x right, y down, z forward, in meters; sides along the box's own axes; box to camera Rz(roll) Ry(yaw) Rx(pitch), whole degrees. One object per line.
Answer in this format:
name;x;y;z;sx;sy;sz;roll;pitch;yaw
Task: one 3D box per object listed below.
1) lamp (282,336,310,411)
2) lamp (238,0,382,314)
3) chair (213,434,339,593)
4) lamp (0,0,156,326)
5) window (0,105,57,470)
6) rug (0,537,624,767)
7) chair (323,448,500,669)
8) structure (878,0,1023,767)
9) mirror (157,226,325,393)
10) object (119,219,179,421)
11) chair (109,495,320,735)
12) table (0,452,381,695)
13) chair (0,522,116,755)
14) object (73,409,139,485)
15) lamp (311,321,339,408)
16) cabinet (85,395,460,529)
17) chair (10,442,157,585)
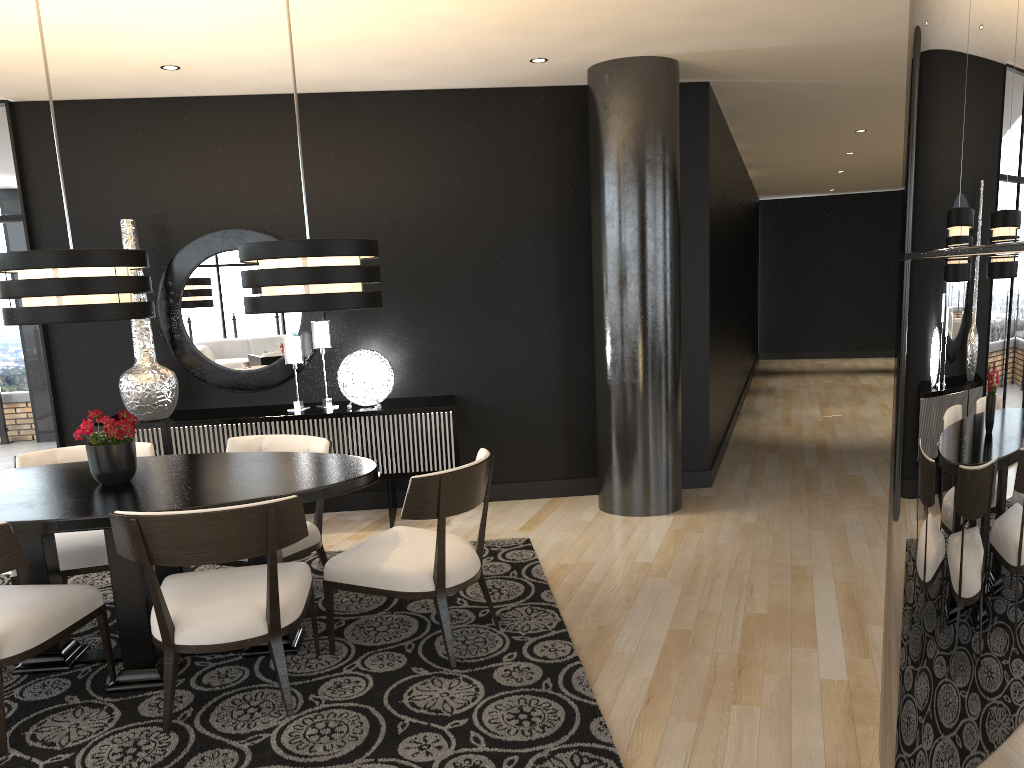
lamp;-1.378;-0.069;5.620;0.125;0.473;0.130;1;12;17
lamp;-0.817;-0.955;3.387;0.535;1.351;0.526;-4;11;-6
chair;-1.187;0.686;4.208;0.642;0.820;0.607;1;10;23
lamp;-1.711;-0.906;3.320;0.535;1.351;0.526;-4;11;-6
window;2.495;-1.073;0.124;15.890;4.866;9.973;-2;7;4
rug;-1.626;1.162;3.753;3.719;0.011;2.678;-3;6;-5
chair;-0.383;0.706;3.690;0.615;0.820;0.633;2;10;24
structure;0.674;-0.007;0.757;0.587;2.788;0.876;-2;11;5
mirror;-1.777;-0.479;5.805;1.075;1.096;0.025;-3;11;-4
object;-2.282;-0.386;5.425;0.343;1.229;0.337;-2;11;4
chair;-1.053;0.786;3.248;0.642;0.820;0.607;-5;10;-12
table;-1.580;0.782;3.668;2.105;0.782;1.191;-3;8;-3
chair;-1.910;0.836;3.149;0.643;0.820;0.606;-2;10;5
object;-1.610;0.253;3.544;0.237;0.303;0.225;-3;10;-3
lamp;-1.211;-0.127;5.683;0.123;0.559;0.131;-13;15;-41
cabinet;-1.463;0.549;5.747;2.236;0.780;0.601;-3;10;-4
chair;-1.985;0.726;4.184;0.641;0.820;0.608;-6;10;-19
